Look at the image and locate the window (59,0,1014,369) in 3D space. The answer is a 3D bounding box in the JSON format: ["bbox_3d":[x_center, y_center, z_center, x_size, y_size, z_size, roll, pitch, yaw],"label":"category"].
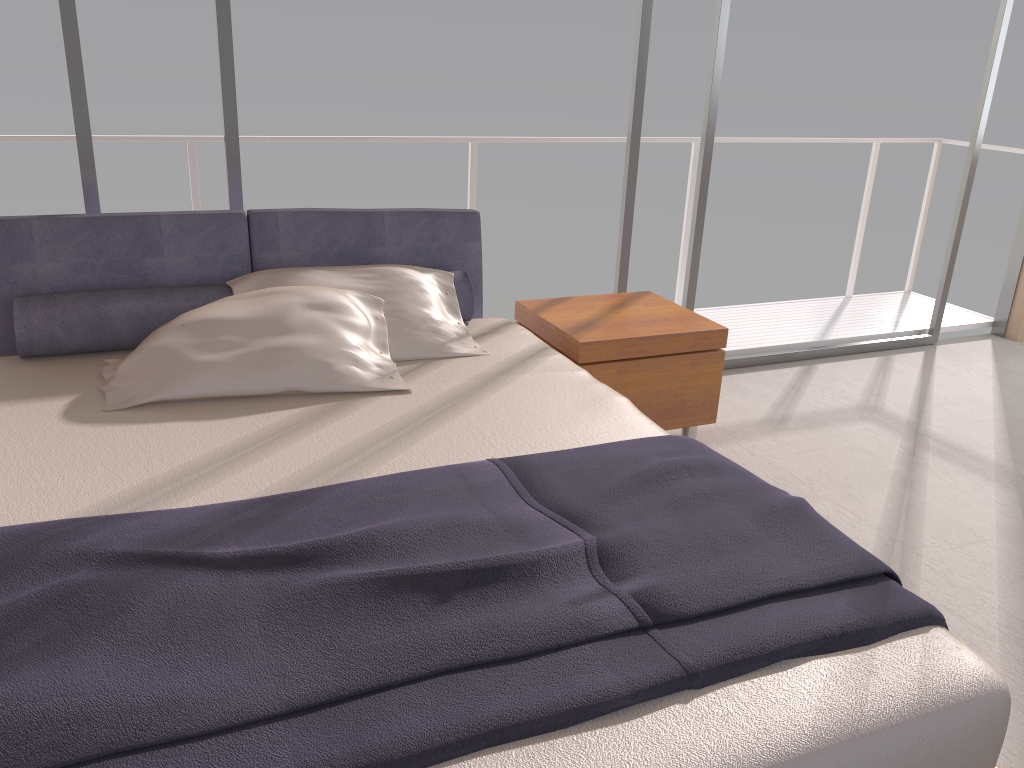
[{"bbox_3d":[-0.268,-1.383,3.454,6.106,3.133,0.075,-7,23,-23],"label":"window"}]

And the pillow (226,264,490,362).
[{"bbox_3d":[-0.502,-0.218,2.890,0.791,0.265,0.400,-5,22,-20],"label":"pillow"}]

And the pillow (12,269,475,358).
[{"bbox_3d":[-0.833,-0.248,2.958,1.470,0.201,0.205,-7,23,-23],"label":"pillow"}]

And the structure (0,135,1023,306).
[{"bbox_3d":[-0.649,-0.580,4.068,7.689,1.005,0.728,-7,23,-23],"label":"structure"}]

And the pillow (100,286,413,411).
[{"bbox_3d":[-0.756,-0.108,2.597,0.869,0.264,0.431,-3,22,-16],"label":"pillow"}]

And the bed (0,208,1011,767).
[{"bbox_3d":[-0.440,0.271,2.137,2.017,0.959,2.462,-7,23,-23],"label":"bed"}]

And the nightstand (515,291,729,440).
[{"bbox_3d":[0.400,-0.011,3.527,0.628,0.556,0.562,-7,23,-23],"label":"nightstand"}]
